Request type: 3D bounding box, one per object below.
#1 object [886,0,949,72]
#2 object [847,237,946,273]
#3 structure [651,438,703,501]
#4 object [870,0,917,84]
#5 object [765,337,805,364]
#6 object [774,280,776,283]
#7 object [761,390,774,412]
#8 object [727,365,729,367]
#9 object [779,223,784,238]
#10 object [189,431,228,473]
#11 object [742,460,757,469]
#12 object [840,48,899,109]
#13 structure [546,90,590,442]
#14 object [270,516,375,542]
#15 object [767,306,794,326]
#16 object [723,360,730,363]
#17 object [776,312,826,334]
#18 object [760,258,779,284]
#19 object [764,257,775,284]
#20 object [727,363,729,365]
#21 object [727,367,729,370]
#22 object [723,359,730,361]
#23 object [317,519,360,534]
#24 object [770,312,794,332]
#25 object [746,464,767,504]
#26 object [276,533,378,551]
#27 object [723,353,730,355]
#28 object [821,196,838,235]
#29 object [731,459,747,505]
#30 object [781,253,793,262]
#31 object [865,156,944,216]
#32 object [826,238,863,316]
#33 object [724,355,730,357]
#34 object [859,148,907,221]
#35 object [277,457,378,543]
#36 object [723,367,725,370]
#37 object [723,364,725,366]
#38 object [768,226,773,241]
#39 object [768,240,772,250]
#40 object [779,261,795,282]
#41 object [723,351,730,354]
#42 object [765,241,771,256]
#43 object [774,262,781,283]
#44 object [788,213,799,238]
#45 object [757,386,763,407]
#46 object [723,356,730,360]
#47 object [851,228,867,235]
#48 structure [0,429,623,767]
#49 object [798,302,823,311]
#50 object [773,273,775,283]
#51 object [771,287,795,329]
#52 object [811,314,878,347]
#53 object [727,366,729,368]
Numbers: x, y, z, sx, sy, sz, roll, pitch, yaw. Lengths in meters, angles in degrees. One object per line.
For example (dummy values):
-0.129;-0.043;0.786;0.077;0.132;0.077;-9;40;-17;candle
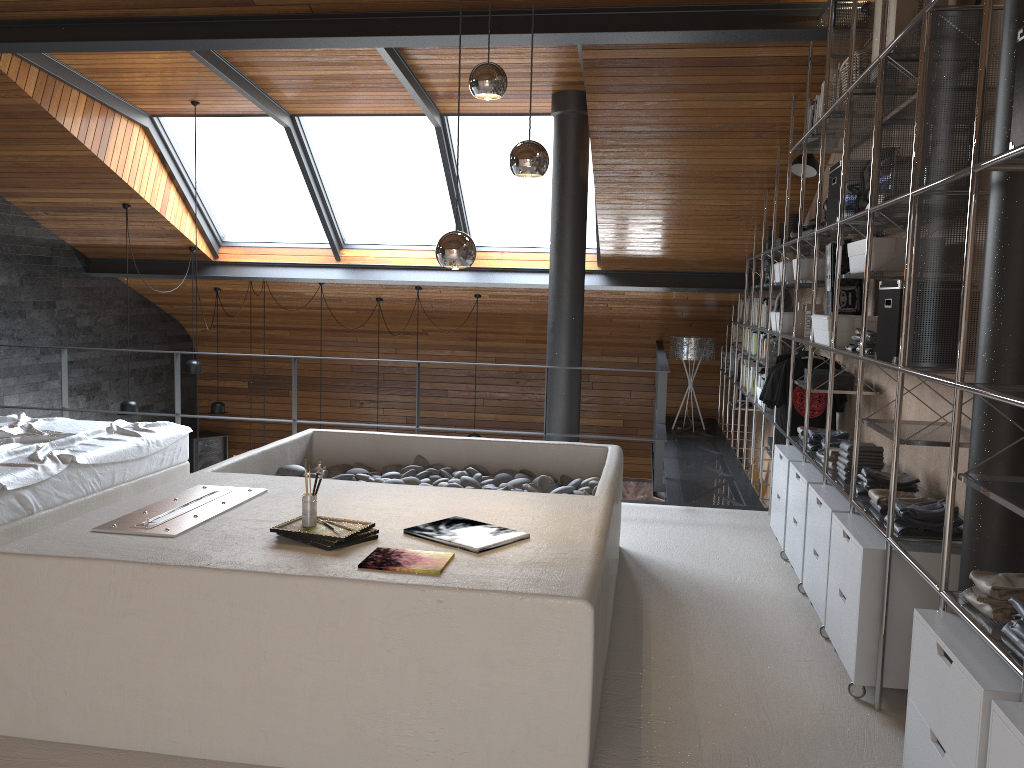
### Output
1.618;-1.466;3.559;0.192;0.382;0.181;2;6;9;object
1.596;-0.530;3.715;0.289;0.135;0.437;2;6;9;object
1.934;0.998;10.301;0.488;0.735;0.462;-2;7;-31;structure
1.647;-1.484;3.746;0.192;0.382;0.181;2;6;9;object
2.020;-0.272;6.551;0.166;0.240;0.390;7;8;41;object
1.916;-0.783;6.414;0.037;0.114;0.037;1;6;-6;object
1.967;0.125;6.444;0.295;0.136;0.228;2;6;9;object
2.501;-0.197;9.785;0.228;0.016;0.182;2;6;9;object
2.097;-1.191;6.904;0.029;0.114;0.084;4;6;20;object
-3.949;1.776;11.159;0.639;2.298;0.686;-4;8;-43;object
2.344;0.959;8.877;0.207;0.442;0.328;2;6;2;object
1.697;-1.432;4.185;0.262;0.198;0.417;2;6;9;object
0.353;0.614;6.839;1.197;5.699;1.689;2;6;9;structure
-0.625;0.476;2.939;0.276;0.013;0.207;4;6;19;object
2.027;-0.514;6.695;0.227;0.202;0.082;-2;7;-30;object
2.523;-0.253;10.045;0.246;0.016;0.182;2;6;9;object
1.897;-0.401;5.836;0.295;0.136;0.228;2;6;9;object
2.118;-0.901;7.117;0.138;0.222;0.278;-2;7;-35;object
2.062;-0.880;6.923;0.197;0.220;0.102;1;6;-7;object
2.482;-0.215;9.811;0.203;0.013;0.161;2;6;9;object
2.498;-0.167;9.804;0.262;0.025;0.176;2;6;9;object
2.523;-0.269;10.044;0.246;0.016;0.182;2;6;9;object
-0.597;0.473;2.939;0.064;0.010;0.232;-4;8;-45;object
1.938;-0.426;6.097;0.295;0.136;0.228;2;6;9;object
2.313;0.996;8.428;0.215;0.458;0.328;3;6;14;object
-0.614;0.501;2.947;0.276;0.013;0.207;6;7;40;object
2.528;-0.335;10.054;0.246;0.016;0.182;2;6;9;object
1.766;-0.978;4.741;0.174;0.342;0.416;3;6;13;object
2.429;1.235;9.643;0.244;0.879;0.244;6;7;37;object
1.968;-0.829;6.361;0.062;0.219;0.157;2;6;9;object
1.602;-0.811;3.610;0.250;0.229;0.306;3;6;11;object
1.795;-0.510;4.798;0.188;0.559;0.337;3;6;13;object
2.535;-0.316;10.055;0.233;0.021;0.174;2;6;9;object
1.649;-0.882;3.905;0.212;0.319;0.157;6;7;35;object
-0.621;0.367;2.929;0.301;0.234;0.245;5;6;28;object
2.526;-0.167;10.069;0.234;0.025;0.176;2;6;9;object
2.526;-0.211;10.065;0.243;0.012;0.159;2;6;9;object
2.085;-1.214;7.156;0.029;0.114;0.084;3;6;16;object
2.082;-1.094;7.118;0.029;0.117;0.086;5;6;29;object
1.911;-0.733;5.802;0.295;0.136;0.228;2;6;9;object
2.530;-0.352;10.063;0.246;0.016;0.182;2;6;9;object
2.088;-1.104;7.215;0.029;0.117;0.086;1;6;-5;object
1.951;-0.758;6.058;0.295;0.136;0.228;2;6;9;object
2.025;-1.129;6.355;0.115;0.177;0.115;5;7;33;object
2.009;0.100;6.708;0.295;0.136;0.228;2;6;9;object
2.521;-0.292;10.043;0.252;0.028;0.180;2;6;9;object
1.908;-0.980;4.737;0.174;0.342;0.416;3;6;14;object
-1.841;0.389;4.035;4.614;1.120;2.634;2;6;9;structure
1.863;-0.409;5.573;0.142;0.205;0.196;2;6;7;object
1.913;-0.770;6.467;0.037;0.077;0.037;1;6;-6;object
1.975;-0.539;6.466;0.157;0.339;0.229;6;7;35;object
1.664;-0.259;4.315;0.343;0.147;0.445;2;6;9;object
2.486;-0.186;9.804;0.201;0.013;0.161;2;6;9;object
